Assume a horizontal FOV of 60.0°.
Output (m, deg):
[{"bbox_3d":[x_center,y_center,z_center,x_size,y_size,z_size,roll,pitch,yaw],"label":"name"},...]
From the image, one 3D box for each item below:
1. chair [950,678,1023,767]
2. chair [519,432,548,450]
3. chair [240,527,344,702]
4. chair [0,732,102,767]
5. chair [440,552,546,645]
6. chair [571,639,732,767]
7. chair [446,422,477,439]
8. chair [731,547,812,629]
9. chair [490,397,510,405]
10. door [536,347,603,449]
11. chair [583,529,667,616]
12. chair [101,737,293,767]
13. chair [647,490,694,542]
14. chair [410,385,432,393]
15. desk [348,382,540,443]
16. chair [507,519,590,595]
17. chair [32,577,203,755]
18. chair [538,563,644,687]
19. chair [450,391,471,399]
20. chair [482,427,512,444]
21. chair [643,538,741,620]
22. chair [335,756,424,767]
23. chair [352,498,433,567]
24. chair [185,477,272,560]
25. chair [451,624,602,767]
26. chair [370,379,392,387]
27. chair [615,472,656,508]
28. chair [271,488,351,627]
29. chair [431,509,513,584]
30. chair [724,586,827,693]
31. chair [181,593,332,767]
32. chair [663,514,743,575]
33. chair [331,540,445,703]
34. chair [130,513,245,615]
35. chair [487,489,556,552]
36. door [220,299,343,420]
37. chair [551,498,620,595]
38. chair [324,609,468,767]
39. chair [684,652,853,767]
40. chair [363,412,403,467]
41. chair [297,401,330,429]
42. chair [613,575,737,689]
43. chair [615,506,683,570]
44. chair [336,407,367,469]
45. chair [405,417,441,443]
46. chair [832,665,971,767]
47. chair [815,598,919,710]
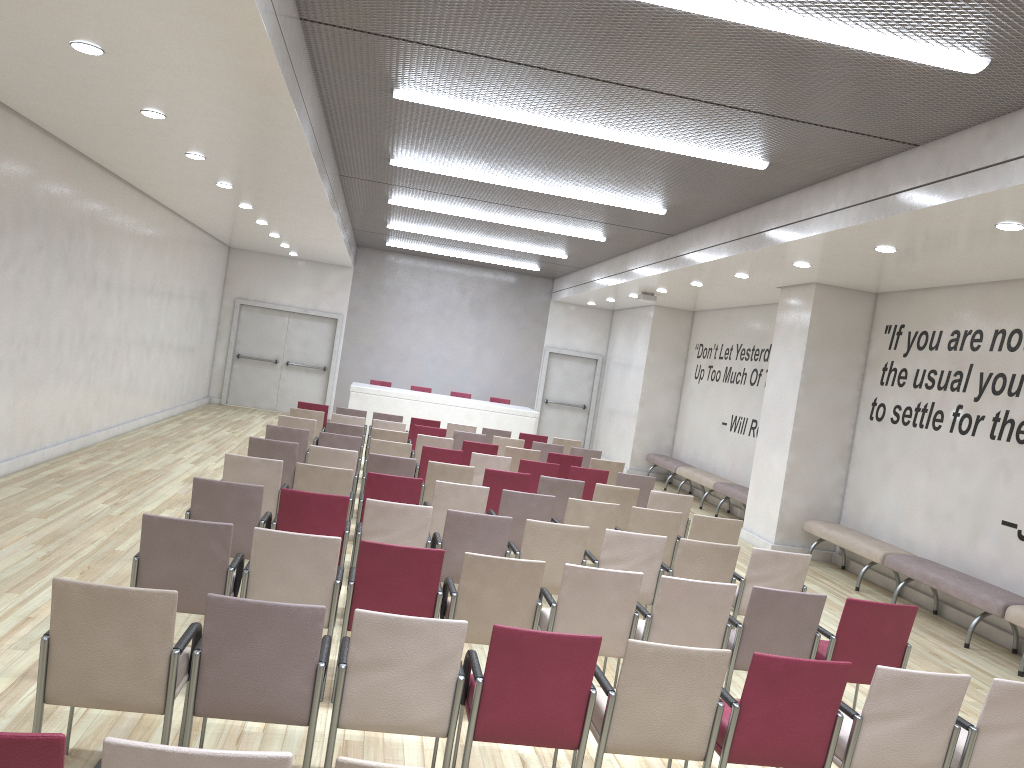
[{"bbox_3d":[2.191,1.729,4.166,0.513,0.890,0.640,8,1,-9],"label":"chair"},{"bbox_3d":[0.224,1.193,13.804,0.513,0.890,0.640,8,1,-9],"label":"chair"},{"bbox_3d":[-1.212,1.191,4.877,0.513,0.890,0.640,8,1,-8],"label":"chair"},{"bbox_3d":[-1.390,1.225,2.367,0.513,0.890,0.640,8,1,-9],"label":"chair"},{"bbox_3d":[-0.145,1.351,5.046,0.513,0.890,0.640,8,1,-9],"label":"chair"},{"bbox_3d":[0.579,1.489,3.914,0.513,0.890,0.640,8,1,-9],"label":"chair"},{"bbox_3d":[-0.853,1.032,13.645,0.513,0.890,0.640,8,1,-8],"label":"chair"},{"bbox_3d":[1.817,1.613,6.596,0.513,0.890,0.640,8,1,-8],"label":"chair"},{"bbox_3d":[-0.273,0.764,18.890,0.513,0.890,0.640,8,1,-9],"label":"chair"},{"bbox_3d":[1.285,0.414,21.068,1.400,2.400,0.200,8,1,-9],"label":"door"},{"bbox_3d":[0.760,1.455,6.436,0.513,0.890,0.640,9,1,-8],"label":"chair"},{"bbox_3d":[-0.867,1.303,2.451,0.513,0.890,0.640,8,1,-9],"label":"chair"},{"bbox_3d":[1.467,1.500,9.028,0.513,0.890,0.640,8,1,-10],"label":"chair"},{"bbox_3d":[-1.951,0.513,18.631,0.513,0.890,0.640,8,1,-9],"label":"chair"},{"bbox_3d":[-1.423,0.771,17.602,3.652,1.042,1.456,8,1,-9],"label":"desk"},{"bbox_3d":[0.206,1.373,6.342,0.513,0.890,0.640,8,1,-9],"label":"chair"},{"bbox_3d":[-1.571,1.168,3.585,0.513,0.890,0.640,9,1,-8],"label":"chair"},{"bbox_3d":[0.401,1.432,5.141,0.513,0.890,0.640,8,1,-8],"label":"chair"},{"bbox_3d":[-1.112,0.638,18.761,0.513,0.890,0.640,8,1,-9],"label":"chair"},{"bbox_3d":[-0.328,1.111,13.717,0.513,0.890,0.640,9,1,-8],"label":"chair"},{"bbox_3d":[1.287,1.534,6.519,0.513,0.890,0.640,8,1,-8],"label":"chair"},{"bbox_3d":[-0.323,1.385,2.531,0.513,0.890,0.640,8,1,-8],"label":"chair"},{"bbox_3d":[-0.854,1.214,6.192,0.513,0.890,0.640,8,1,-9],"label":"chair"},{"bbox_3d":[-1.932,1.053,6.020,0.513,0.890,0.640,8,1,-8],"label":"chair"},{"bbox_3d":[0.041,1.408,3.836,0.513,0.890,0.640,9,1,-8],"label":"chair"},{"bbox_3d":[-2.790,0.388,18.501,0.513,0.890,0.640,8,1,-9],"label":"chair"},{"bbox_3d":[1.292,1.443,10.245,0.513,0.890,0.640,8,1,-9],"label":"chair"},{"bbox_3d":[-1.397,1.133,6.104,0.513,0.890,0.640,8,1,-9],"label":"chair"},{"bbox_3d":[-0.321,1.294,6.257,0.513,0.890,0.640,8,1,-9],"label":"chair"},{"bbox_3d":[1.467,1.591,5.306,0.513,0.890,0.640,8,1,-8],"label":"chair"},{"bbox_3d":[-1.039,1.247,3.673,0.513,0.890,0.640,8,1,-8],"label":"chair"},{"bbox_3d":[1.644,1.556,7.821,0.513,0.890,0.640,8,1,-9],"label":"chair"},{"bbox_3d":[-0.680,1.271,4.956,0.513,0.890,0.640,8,1,-9],"label":"chair"},{"bbox_3d":[-1.757,1.110,4.808,0.513,0.890,0.640,8,1,-9],"label":"chair"},{"bbox_3d":[0.037,1.317,7.561,0.513,0.890,0.640,8,1,-8],"label":"chair"},{"bbox_3d":[-5.191,-0.552,20.067,2.373,2.400,0.200,8,1,-9],"label":"door"},{"bbox_3d":[0.573,1.397,7.655,0.513,0.890,0.640,8,1,-9],"label":"chair"},{"bbox_3d":[-0.497,1.328,3.761,0.513,0.890,0.640,8,1,-8],"label":"chair"},{"bbox_3d":[1.108,1.568,4.002,0.513,0.890,0.640,8,1,-9],"label":"chair"},{"bbox_3d":[-1.941,0.870,13.482,0.513,0.890,0.640,8,1,-8],"label":"chair"},{"bbox_3d":[-3.019,0.709,13.303,0.513,0.890,0.640,8,1,-9],"label":"chair"},{"bbox_3d":[0.930,1.511,5.212,0.513,0.890,0.640,8,1,-9],"label":"chair"},{"bbox_3d":[1.108,1.477,7.722,0.513,0.890,0.640,8,1,-9],"label":"chair"},{"bbox_3d":[-2.470,0.791,13.389,0.513,0.890,0.640,8,1,-9],"label":"chair"},{"bbox_3d":[-1.396,0.951,13.558,0.513,0.890,0.640,8,1,-9],"label":"chair"},{"bbox_3d":[1.651,1.649,4.087,0.513,0.890,0.640,8,1,-10],"label":"chair"},{"bbox_3d":[2.016,1.673,5.373,0.513,0.890,0.640,8,1,-9],"label":"chair"}]
